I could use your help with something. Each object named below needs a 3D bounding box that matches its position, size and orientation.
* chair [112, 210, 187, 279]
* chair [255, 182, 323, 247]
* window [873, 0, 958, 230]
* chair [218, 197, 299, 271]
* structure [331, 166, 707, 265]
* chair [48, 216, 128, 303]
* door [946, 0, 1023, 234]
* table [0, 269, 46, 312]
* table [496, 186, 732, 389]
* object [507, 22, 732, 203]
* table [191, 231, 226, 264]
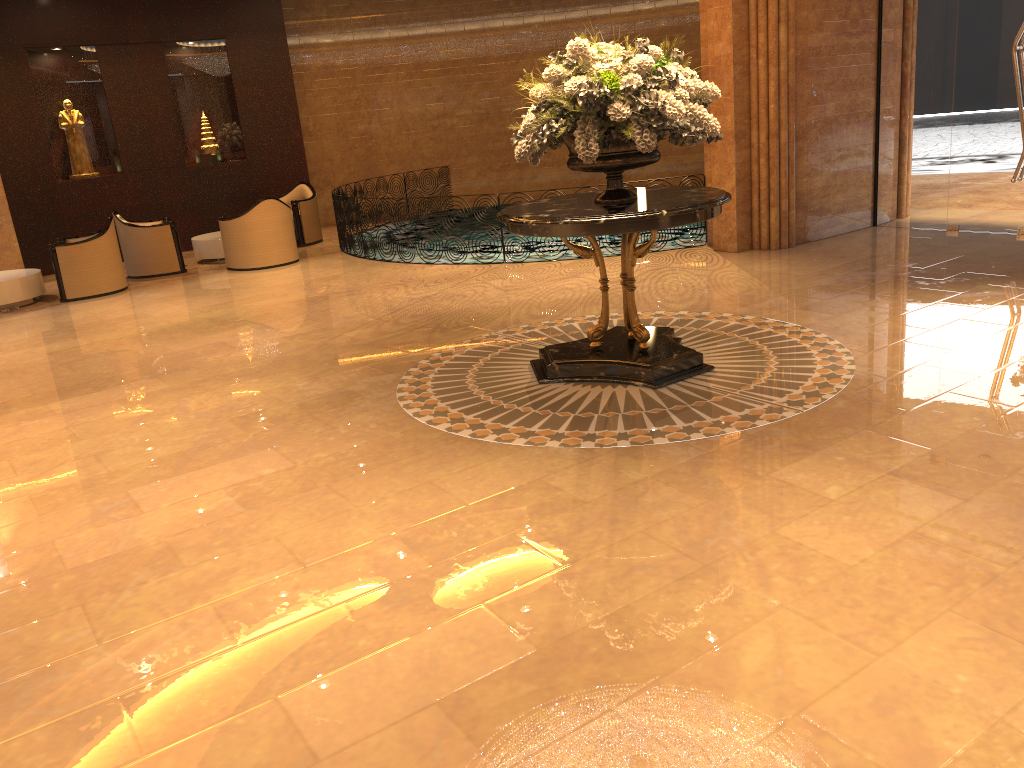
[{"bbox_3d":[-5.009,-1.982,12.234,0.769,0.916,0.951,-13,19,-22],"label":"chair"},{"bbox_3d":[-3.452,-2.668,13.928,0.951,0.916,0.769,5,20,30],"label":"chair"},{"bbox_3d":[5.061,-3.176,8.414,0.047,3.571,3.515,-17,20,-32],"label":"window"},{"bbox_3d":[-3.363,-2.053,11.929,0.951,0.916,0.769,-19,22,-36],"label":"chair"},{"bbox_3d":[-0.695,-2.538,13.114,3.815,0.995,7.624,-10,18,-14],"label":"structure"},{"bbox_3d":[-5.284,-1.588,11.059,0.769,0.916,0.951,-11,18,-18],"label":"chair"},{"bbox_3d":[5.098,-2.818,8.525,0.195,2.758,1.880,-17,20,-32],"label":"door"},{"bbox_3d":[-6.384,-1.120,10.859,1.196,0.354,1.196,-8,17,-7],"label":"table"},{"bbox_3d":[0.691,-0.659,5.841,1.493,1.089,1.493,-20,22,-38],"label":"table"},{"bbox_3d":[0.624,-1.649,5.518,1.277,0.999,1.318,-7,17,-3],"label":"object"},{"bbox_3d":[-4.078,-2.050,13.094,1.196,0.354,1.196,-8,17,-6],"label":"table"}]
